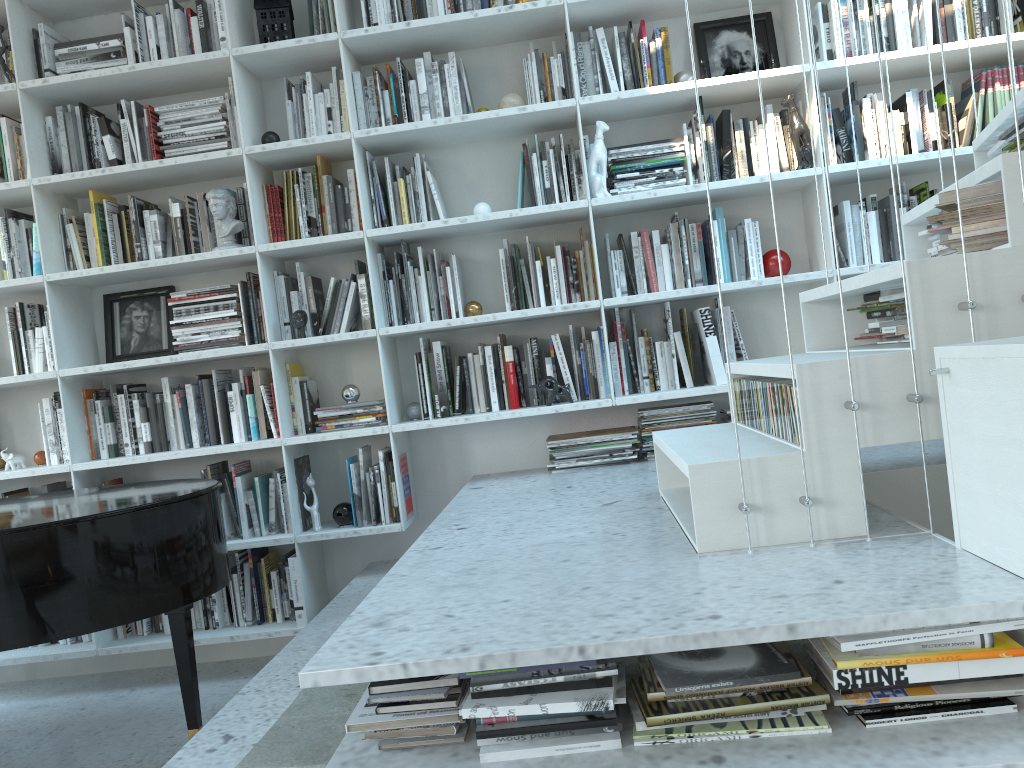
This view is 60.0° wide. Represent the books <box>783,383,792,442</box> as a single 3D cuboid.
[{"bbox_3d":[0.654,0.055,1.906,0.125,0.125,0.008,-7,2,4],"label":"books"}]

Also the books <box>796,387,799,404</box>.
[{"bbox_3d":[0.646,0.060,1.785,0.125,0.123,0.036,-7,2,4],"label":"books"}]

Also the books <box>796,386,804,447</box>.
[{"bbox_3d":[0.647,0.059,1.808,0.125,0.123,0.036,-7,2,4],"label":"books"}]

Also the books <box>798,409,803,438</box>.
[{"bbox_3d":[0.647,0.060,1.801,0.125,0.123,0.035,-7,2,4],"label":"books"}]

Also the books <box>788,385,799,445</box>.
[{"bbox_3d":[0.650,0.058,1.848,0.125,0.123,0.035,-7,2,4],"label":"books"}]

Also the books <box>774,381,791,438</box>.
[{"bbox_3d":[0.660,0.053,1.992,0.125,0.125,0.008,-7,2,4],"label":"books"}]

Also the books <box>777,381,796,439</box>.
[{"bbox_3d":[0.659,0.054,1.966,0.125,0.125,0.007,-7,2,4],"label":"books"}]

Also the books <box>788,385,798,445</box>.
[{"bbox_3d":[0.651,0.058,1.856,0.125,0.123,0.034,-7,2,4],"label":"books"}]

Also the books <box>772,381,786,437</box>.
[{"bbox_3d":[0.662,0.052,2.015,0.125,0.125,0.009,-7,2,4],"label":"books"}]

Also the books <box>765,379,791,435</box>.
[{"bbox_3d":[0.668,0.050,2.091,0.125,0.125,0.009,-7,2,4],"label":"books"}]

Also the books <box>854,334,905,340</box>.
[{"bbox_3d":[1.058,-0.137,2.408,0.189,0.007,0.195,-7,1,2],"label":"books"}]

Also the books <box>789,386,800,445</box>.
[{"bbox_3d":[0.650,0.059,1.840,0.125,0.123,0.036,-7,2,4],"label":"books"}]

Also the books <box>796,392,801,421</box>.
[{"bbox_3d":[0.646,0.060,1.793,0.125,0.123,0.034,-7,2,4],"label":"books"}]

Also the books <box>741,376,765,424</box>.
[{"bbox_3d":[0.690,0.042,2.404,0.125,0.125,0.010,-7,2,4],"label":"books"}]

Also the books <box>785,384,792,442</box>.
[{"bbox_3d":[0.653,0.056,1.891,0.125,0.125,0.007,-7,2,4],"label":"books"}]

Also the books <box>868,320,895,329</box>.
[{"bbox_3d":[1.073,-0.171,2.406,0.145,0.015,0.166,-7,1,-1],"label":"books"}]

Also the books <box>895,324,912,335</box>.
[{"bbox_3d":[0.934,-0.130,1.919,0.172,0.019,0.239,-7,1,29],"label":"books"}]

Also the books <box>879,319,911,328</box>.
[{"bbox_3d":[1.040,-0.162,2.184,0.184,0.014,0.225,-7,1,2],"label":"books"}]

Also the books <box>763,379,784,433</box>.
[{"bbox_3d":[0.670,0.049,2.121,0.125,0.125,0.013,-7,2,4],"label":"books"}]

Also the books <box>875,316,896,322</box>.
[{"bbox_3d":[1.079,-0.184,2.405,0.132,0.010,0.198,-7,1,8],"label":"books"}]

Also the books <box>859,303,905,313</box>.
[{"bbox_3d":[1.061,-0.213,2.405,0.159,0.009,0.208,-7,1,0],"label":"books"}]

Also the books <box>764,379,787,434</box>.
[{"bbox_3d":[0.668,0.050,2.101,0.125,0.125,0.011,-7,2,4],"label":"books"}]

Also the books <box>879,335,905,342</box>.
[{"bbox_3d":[1.093,-0.131,2.406,0.130,0.014,0.188,-7,1,4],"label":"books"}]

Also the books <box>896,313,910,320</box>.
[{"bbox_3d":[1.051,-0.177,2.183,0.150,0.013,0.219,-7,1,10],"label":"books"}]

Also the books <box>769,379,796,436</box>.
[{"bbox_3d":[0.665,0.051,2.049,0.125,0.125,0.007,-7,2,4],"label":"books"}]

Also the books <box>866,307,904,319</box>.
[{"bbox_3d":[1.069,-0.199,2.405,0.140,0.022,0.181,-7,1,-2],"label":"books"}]

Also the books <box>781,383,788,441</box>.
[{"bbox_3d":[0.656,0.055,1.929,0.125,0.125,0.010,-7,2,4],"label":"books"}]

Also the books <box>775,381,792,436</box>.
[{"bbox_3d":[0.660,0.053,1.983,0.125,0.125,0.010,-7,2,4],"label":"books"}]

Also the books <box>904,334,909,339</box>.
[{"bbox_3d":[1.062,-0.127,2.184,0.137,0.013,0.198,-7,1,11],"label":"books"}]

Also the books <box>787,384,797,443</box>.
[{"bbox_3d":[0.652,0.056,1.874,0.125,0.125,0.011,-7,2,4],"label":"books"}]

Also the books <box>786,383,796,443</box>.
[{"bbox_3d":[0.653,0.056,1.883,0.125,0.125,0.008,-7,2,4],"label":"books"}]

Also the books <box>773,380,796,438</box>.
[{"bbox_3d":[0.662,0.052,2.007,0.125,0.125,0.007,-7,2,4],"label":"books"}]

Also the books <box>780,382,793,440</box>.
[{"bbox_3d":[0.656,0.054,1.937,0.125,0.125,0.008,-7,2,4],"label":"books"}]

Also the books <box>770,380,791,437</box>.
[{"bbox_3d":[0.664,0.052,2.039,0.125,0.125,0.012,-7,2,4],"label":"books"}]

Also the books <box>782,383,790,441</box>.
[{"bbox_3d":[0.655,0.055,1.914,0.125,0.125,0.008,-7,2,4],"label":"books"}]

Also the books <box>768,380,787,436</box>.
[{"bbox_3d":[0.665,0.051,2.057,0.125,0.125,0.009,-7,2,4],"label":"books"}]

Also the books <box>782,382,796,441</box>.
[{"bbox_3d":[0.655,0.055,1.922,0.125,0.125,0.010,-7,2,4],"label":"books"}]

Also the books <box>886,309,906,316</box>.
[{"bbox_3d":[1.036,-0.188,2.184,0.189,0.012,0.155,-7,1,7],"label":"books"}]

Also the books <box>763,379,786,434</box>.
[{"bbox_3d":[0.669,0.050,2.111,0.125,0.125,0.009,-7,2,4],"label":"books"}]

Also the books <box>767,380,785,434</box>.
[{"bbox_3d":[0.666,0.051,2.066,0.125,0.125,0.013,-7,2,4],"label":"books"}]

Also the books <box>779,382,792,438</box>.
[{"bbox_3d":[0.657,0.054,1.944,0.125,0.125,0.008,-7,2,4],"label":"books"}]

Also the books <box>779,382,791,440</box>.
[{"bbox_3d":[0.657,0.054,1.951,0.125,0.125,0.008,-7,2,4],"label":"books"}]

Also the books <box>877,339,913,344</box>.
[{"bbox_3d":[1.040,-0.116,2.186,0.191,0.004,0.223,-7,1,0],"label":"books"}]

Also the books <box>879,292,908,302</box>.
[{"bbox_3d":[1.032,-0.226,2.182,0.177,0.014,0.194,-7,1,-1],"label":"books"}]

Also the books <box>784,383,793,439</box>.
[{"bbox_3d":[0.654,0.055,1.898,0.125,0.125,0.008,-7,2,4],"label":"books"}]

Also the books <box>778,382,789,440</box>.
[{"bbox_3d":[0.658,0.054,1.958,0.125,0.125,0.007,-7,2,4],"label":"books"}]

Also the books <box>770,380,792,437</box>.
[{"bbox_3d":[0.663,0.052,2.029,0.125,0.125,0.018,-7,2,4],"label":"books"}]

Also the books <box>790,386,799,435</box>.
[{"bbox_3d":[0.649,0.059,1.831,0.125,0.123,0.034,-7,2,4],"label":"books"}]

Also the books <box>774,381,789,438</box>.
[{"bbox_3d":[0.661,0.053,1.999,0.125,0.125,0.008,-7,2,4],"label":"books"}]

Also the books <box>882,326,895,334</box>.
[{"bbox_3d":[1.042,-0.147,2.185,0.175,0.016,0.207,-7,1,-1],"label":"books"}]

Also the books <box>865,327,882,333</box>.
[{"bbox_3d":[1.061,-0.155,2.407,0.159,0.012,0.225,-7,1,12],"label":"books"}]

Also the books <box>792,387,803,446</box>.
[{"bbox_3d":[0.648,0.059,1.816,0.125,0.123,0.035,-7,2,4],"label":"books"}]

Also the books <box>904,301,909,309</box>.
[{"bbox_3d":[0.938,-0.182,1.912,0.169,0.014,0.212,-7,1,24],"label":"books"}]

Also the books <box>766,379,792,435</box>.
[{"bbox_3d":[0.667,0.051,2.080,0.125,0.125,0.016,-7,2,4],"label":"books"}]

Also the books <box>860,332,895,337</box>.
[{"bbox_3d":[1.065,-0.145,2.407,0.158,0.009,0.216,-7,1,-2],"label":"books"}]

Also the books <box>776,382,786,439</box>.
[{"bbox_3d":[0.659,0.053,1.974,0.125,0.125,0.009,-7,2,4],"label":"books"}]

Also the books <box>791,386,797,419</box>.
[{"bbox_3d":[0.649,0.059,1.824,0.125,0.123,0.034,-7,2,4],"label":"books"}]
